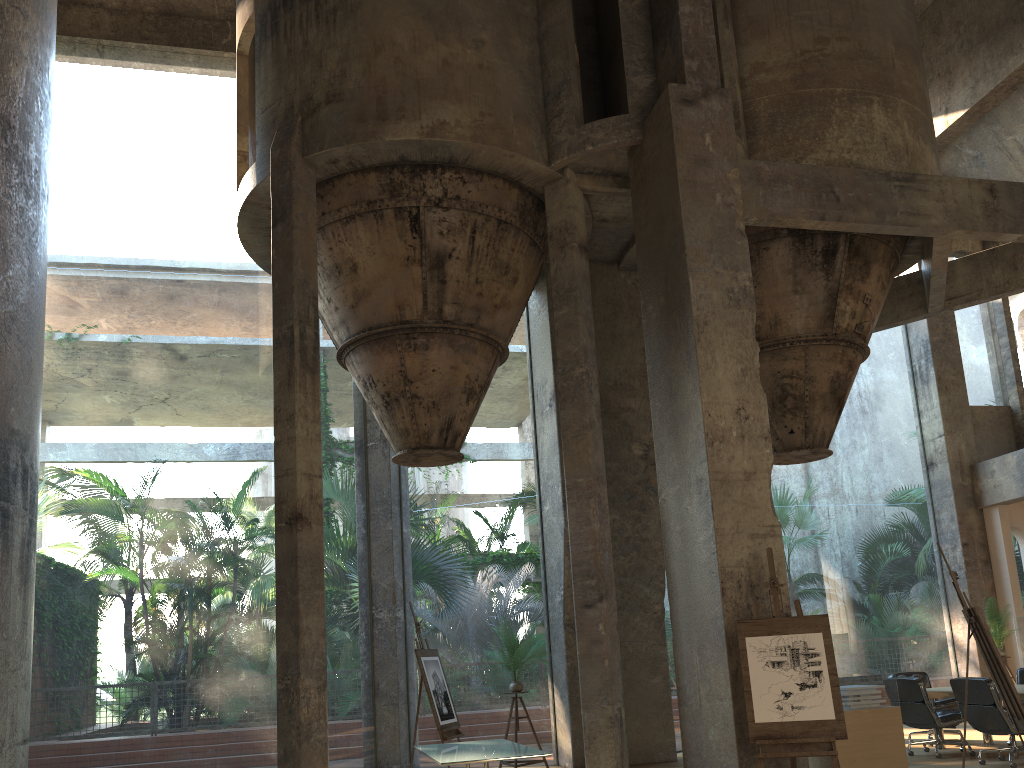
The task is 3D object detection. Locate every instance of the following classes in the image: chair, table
[{"bbox_3d":[5.341,4.113,11.179,0.730,0.868,0.845,1,-15,-19],"label":"chair"},{"bbox_3d":[4.821,3.789,10.066,0.820,0.868,0.751,0,-14,-13],"label":"chair"},{"bbox_3d":[5.683,3.728,9.738,1.103,0.680,2.487,0,-18,-13],"label":"table"},{"bbox_3d":[-0.320,3.647,8.094,0.939,0.530,1.931,0,-18,-13],"label":"table"},{"bbox_3d":[5.073,3.433,8.999,0.820,0.868,0.751,-2,-14,-7],"label":"chair"},{"bbox_3d":[6.232,3.811,10.403,0.828,0.868,0.745,8,-18,-39],"label":"chair"}]

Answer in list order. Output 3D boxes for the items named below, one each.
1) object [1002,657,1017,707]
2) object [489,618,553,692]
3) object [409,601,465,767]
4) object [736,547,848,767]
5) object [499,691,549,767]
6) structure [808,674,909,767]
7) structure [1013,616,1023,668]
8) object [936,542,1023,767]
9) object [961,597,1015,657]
[{"bbox_3d":[7.297,4.545,13.033,0.669,0.946,0.578,-14,-17,39],"label":"object"},{"bbox_3d":[0.101,3.284,10.733,0.860,0.914,0.707,-5,-13,7],"label":"object"},{"bbox_3d":[-0.916,3.562,10.166,0.687,2.089,0.717,-7,-12,15],"label":"object"},{"bbox_3d":[2.131,2.286,6.755,0.704,2.089,0.700,-6,-12,12],"label":"object"},{"bbox_3d":[0.170,4.210,10.621,0.571,0.946,0.677,1,-14,-19],"label":"object"},{"bbox_3d":[3.046,3.204,8.091,0.735,0.987,0.765,0,-14,-14],"label":"structure"},{"bbox_3d":[7.871,4.094,12.647,0.743,1.506,0.610,-1,-12,-14],"label":"structure"},{"bbox_3d":[3.944,2.350,7.299,0.688,2.089,0.716,-7,-12,18],"label":"object"},{"bbox_3d":[7.220,3.657,13.262,0.860,0.914,0.707,2,-15,-23],"label":"object"}]
